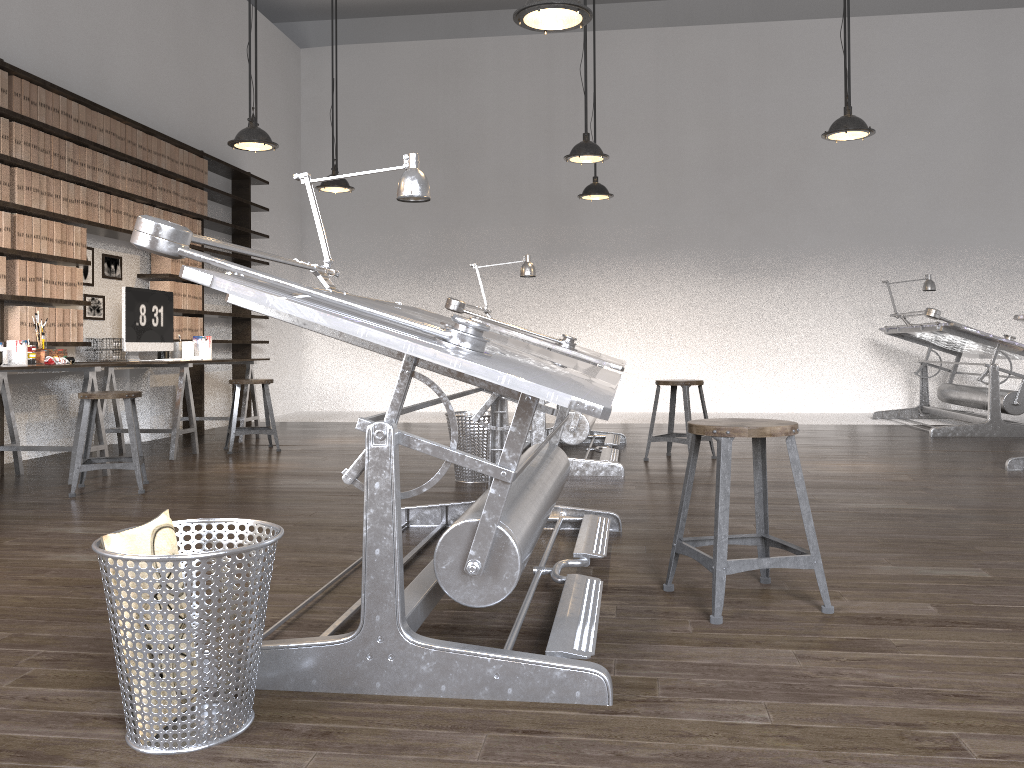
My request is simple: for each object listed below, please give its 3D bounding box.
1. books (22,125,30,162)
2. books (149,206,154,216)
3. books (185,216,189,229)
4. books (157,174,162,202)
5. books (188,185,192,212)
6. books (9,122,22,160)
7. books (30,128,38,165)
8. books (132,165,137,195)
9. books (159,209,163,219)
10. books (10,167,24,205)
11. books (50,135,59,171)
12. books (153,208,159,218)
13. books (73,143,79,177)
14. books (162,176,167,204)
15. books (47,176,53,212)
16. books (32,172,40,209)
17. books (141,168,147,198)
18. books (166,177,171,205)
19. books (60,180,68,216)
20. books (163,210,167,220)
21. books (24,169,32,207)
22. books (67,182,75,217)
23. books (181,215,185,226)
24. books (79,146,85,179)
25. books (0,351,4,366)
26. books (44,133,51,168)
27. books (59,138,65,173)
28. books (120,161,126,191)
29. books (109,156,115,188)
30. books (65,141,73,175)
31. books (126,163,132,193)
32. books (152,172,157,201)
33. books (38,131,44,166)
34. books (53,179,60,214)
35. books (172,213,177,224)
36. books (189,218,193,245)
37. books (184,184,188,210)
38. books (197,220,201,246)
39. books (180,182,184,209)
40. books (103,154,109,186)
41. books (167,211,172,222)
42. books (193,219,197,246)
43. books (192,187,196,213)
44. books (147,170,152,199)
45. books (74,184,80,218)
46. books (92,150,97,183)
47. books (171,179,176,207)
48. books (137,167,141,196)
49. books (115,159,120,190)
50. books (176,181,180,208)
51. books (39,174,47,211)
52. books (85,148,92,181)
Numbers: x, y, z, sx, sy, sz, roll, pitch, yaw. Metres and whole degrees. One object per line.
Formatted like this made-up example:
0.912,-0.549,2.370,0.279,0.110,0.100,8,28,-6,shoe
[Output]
-3.042,-1.460,5.407,0.174,0.226,0.066,0,0,8,books
-2.851,-1.251,6.807,0.174,0.226,0.067,0,0,8,books
-2.777,-1.274,7.358,0.174,0.226,0.067,0,0,8,books
-2.837,-1.526,6.940,0.174,0.226,0.066,0,0,8,books
-2.776,-1.546,7.418,0.174,0.226,0.066,0,0,8,books
-3.055,-1.457,5.336,0.174,0.226,0.066,0,0,8,books
-3.032,-1.463,5.479,0.174,0.226,0.067,0,0,8,books
-2.883,-1.510,6.584,0.174,0.226,0.067,0,0,8,books
-2.835,-1.257,6.951,0.174,0.226,0.066,0,0,8,books
-3.051,-1.189,5.355,0.174,0.225,0.066,0,0,8,books
-3.007,-1.472,5.680,0.174,0.226,0.067,0,0,8,books
-2.842,-1.254,6.878,0.174,0.226,0.066,0,0,8,books
-2.983,-1.481,5.896,0.174,0.226,0.066,0,0,8,books
-2.832,-1.528,7.011,0.174,0.226,0.066,0,0,8,books
-3.017,-1.201,5.631,0.174,0.226,0.066,0,0,8,books
-3.029,-1.195,5.489,0.174,0.226,0.066,0,0,8,books
-2.872,-1.516,6.723,0.174,0.225,0.066,0,0,8,books
-2.823,-1.531,7.081,0.174,0.226,0.066,0,0,8,books
-2.993,-1.207,5.769,0.174,0.226,0.067,0,0,8,books
-2.830,-1.260,7.020,0.174,0.226,0.066,0,0,8,books
-3.038,-1.192,5.417,0.174,0.226,0.067,0,0,8,books
-2.985,-1.210,5.841,0.174,0.225,0.066,0,0,8,books
-2.791,-1.272,7.293,0.174,0.225,0.066,0,0,8,books
-2.973,-1.484,5.966,0.174,0.226,0.066,0,0,8,books
-2.816,-0.162,4.630,0.385,0.147,0.294,0,2,8,books
-3.022,-1.469,5.608,0.174,0.225,0.066,0,0,8,books
-3.002,-1.475,5.755,0.174,0.226,0.066,0,0,8,books
-2.906,-1.504,6.441,0.174,0.226,0.066,0,0,8,books
-2.927,-1.498,6.303,0.174,0.226,0.066,0,0,8,books
-2.988,-1.478,5.825,0.174,0.226,0.066,0,0,8,books
-2.893,-1.507,6.512,0.174,0.226,0.066,0,0,8,books
-2.852,-1.523,6.870,0.174,0.226,0.066,0,0,8,books
-3.028,-1.466,5.542,0.174,0.225,0.066,0,0,8,books
-3.006,-1.204,5.700,0.174,0.226,0.066,0,0,8,books
-2.805,-1.266,7.158,0.174,0.226,0.067,0,0,8,books
-2.774,-1.277,7.426,0.174,0.226,0.066,0,0,8,books
-2.782,-1.543,7.348,0.174,0.226,0.067,0,0,8,books
-2.751,-1.283,7.566,0.174,0.226,0.066,0,0,8,books
-2.793,-1.540,7.276,0.174,0.225,0.066,0,0,8,books
-2.932,-1.496,6.233,0.174,0.226,0.067,0,0,8,books
-2.819,-1.263,7.089,0.174,0.226,0.066,0,0,8,books
-2.764,-1.280,7.496,0.174,0.226,0.066,0,0,8,books
-2.769,-1.549,7.487,0.174,0.226,0.066,0,0,8,books
-2.856,-1.519,6.795,0.174,0.226,0.067,0,0,8,books
-2.978,-1.213,5.904,0.174,0.225,0.066,0,0,8,books
-2.954,-1.490,6.099,0.174,0.225,0.066,0,0,8,books
-2.808,-1.534,7.147,0.174,0.226,0.067,0,0,8,books
-2.879,-1.513,6.647,0.174,0.225,0.066,0,0,8,books
-2.919,-1.501,6.372,0.174,0.226,0.066,0,0,8,books
-2.803,-1.537,7.214,0.174,0.225,0.066,0,0,8,books
-3.023,-1.198,5.561,0.174,0.226,0.066,0,0,8,books
-2.958,-1.487,6.032,0.174,0.226,0.067,0,0,8,books
